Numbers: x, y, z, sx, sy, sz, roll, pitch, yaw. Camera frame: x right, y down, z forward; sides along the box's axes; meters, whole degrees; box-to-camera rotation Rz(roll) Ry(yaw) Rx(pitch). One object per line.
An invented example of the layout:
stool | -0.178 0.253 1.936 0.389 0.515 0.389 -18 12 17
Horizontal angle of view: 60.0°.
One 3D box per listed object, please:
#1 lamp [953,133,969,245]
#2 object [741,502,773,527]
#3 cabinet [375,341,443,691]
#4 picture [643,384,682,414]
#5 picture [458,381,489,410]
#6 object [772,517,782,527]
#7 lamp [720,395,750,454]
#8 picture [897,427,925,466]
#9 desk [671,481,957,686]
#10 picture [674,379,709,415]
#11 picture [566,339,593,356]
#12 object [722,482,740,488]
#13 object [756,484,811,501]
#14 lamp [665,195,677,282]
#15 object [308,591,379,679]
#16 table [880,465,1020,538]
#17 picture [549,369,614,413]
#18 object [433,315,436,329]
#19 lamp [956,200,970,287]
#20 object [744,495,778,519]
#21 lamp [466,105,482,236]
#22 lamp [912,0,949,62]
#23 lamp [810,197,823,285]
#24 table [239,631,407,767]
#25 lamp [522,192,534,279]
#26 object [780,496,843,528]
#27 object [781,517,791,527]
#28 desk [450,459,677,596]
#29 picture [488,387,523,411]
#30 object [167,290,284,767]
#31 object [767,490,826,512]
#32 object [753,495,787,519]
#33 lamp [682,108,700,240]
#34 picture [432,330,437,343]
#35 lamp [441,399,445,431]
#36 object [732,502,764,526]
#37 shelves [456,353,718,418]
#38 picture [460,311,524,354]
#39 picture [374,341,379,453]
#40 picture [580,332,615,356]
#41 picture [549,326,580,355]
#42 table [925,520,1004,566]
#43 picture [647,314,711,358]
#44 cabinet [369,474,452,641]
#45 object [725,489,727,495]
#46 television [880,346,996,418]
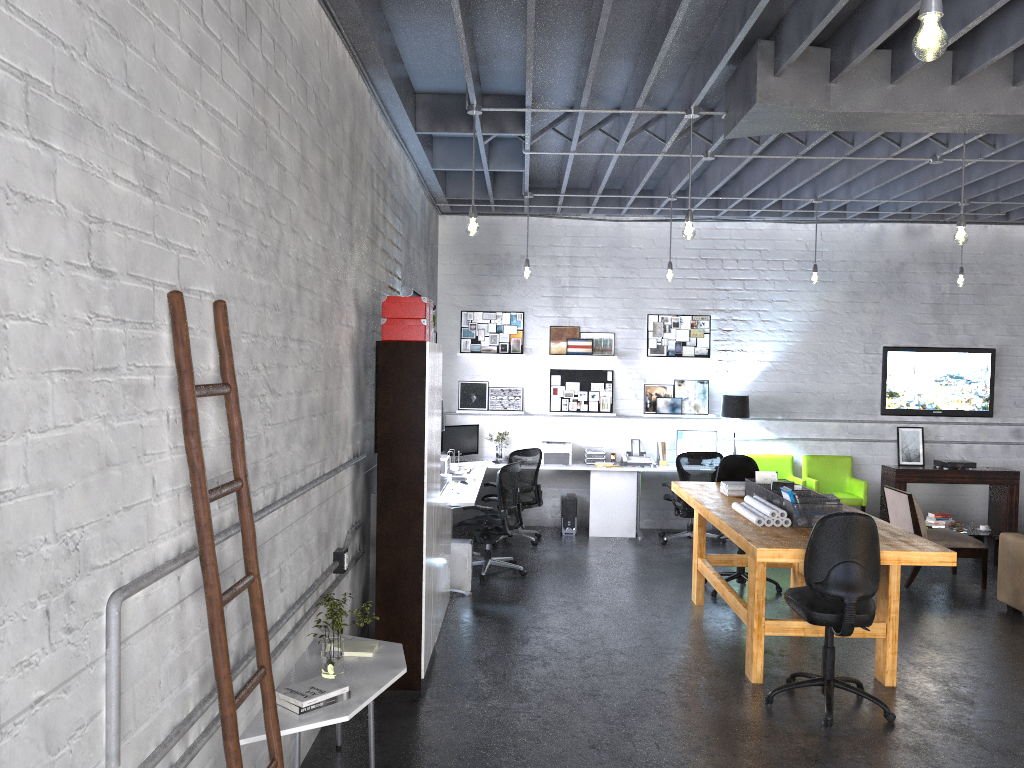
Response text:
lamp | 3.073 -1.390 6.042 0.104 0.879 0.104 1 2 1
object | 1.635 0.870 5.948 0.058 0.057 0.635 1 1 1
cabinet | -0.639 0.766 5.597 0.291 2.048 0.872 1 2 1
picture | 1.781 0.180 10.462 0.452 0.345 0.054 1 2 1
picture | -0.458 0.137 10.498 0.355 0.343 0.042 1 2 1
object | 1.691 0.871 5.947 0.057 0.058 0.635 1 1 1
lamp | 2.579 0.543 10.270 0.333 0.832 0.333 -1 3 -38
picture | 4.690 0.734 10.431 0.308 0.457 0.092 1 2 1
desk | 1.933 1.358 6.381 1.115 0.927 2.830 1 1 1
picture | 2.118 0.155 10.466 0.410 0.409 0.047 1 2 1
picture | 0.796 -0.433 10.442 0.311 0.196 0.029 1 2 1
object | 1.930 0.807 7.028 0.519 0.047 0.046 1 2 1
object | 1.943 0.817 6.373 0.316 0.156 0.306 1 2 1
lamp | 1.625 -1.487 9.083 0.104 0.879 0.104 1 2 1
object | -0.757 1.112 3.927 0.297 0.363 0.271 2 2 36
table | 5.067 1.383 10.303 1.410 0.820 0.403 1 2 1
picture | 0.820 0.082 10.473 0.749 0.504 0.058 1 2 1
object | -0.587 -0.385 5.918 0.169 0.240 0.171 1 2 0
lamp | 4.595 -1.429 9.052 0.104 0.879 0.104 3 3 44
object | 1.664 0.822 5.946 0.057 0.057 0.635 1 1 1
lamp | -0.263 -1.455 6.078 0.104 0.879 0.104 1 2 1
lamp | 1.177 -1.344 2.468 0.104 0.879 0.104 2 2 19
lamp | 3.108 -1.458 9.067 0.104 0.879 0.104 1 2 1
table | -0.746 1.560 3.916 0.517 0.532 1.335 1 1 1
lamp | 0.161 -1.516 9.099 0.104 0.879 0.104 1 2 1
object | 1.936 0.831 5.758 0.316 0.156 0.306 1 2 1
object | 1.748 0.873 5.947 0.058 0.057 0.635 1 1 1
desk | 0.843 1.350 8.903 3.574 0.786 3.296 1 1 1
picture | -0.074 0.178 10.492 0.410 0.277 0.036 1 2 1
object | -0.842 0.790 2.759 0.320 2.122 0.424 1 2 1
object | 1.940 0.824 6.065 0.316 0.156 0.306 1 2 1
object | 1.721 0.823 5.945 0.057 0.057 0.635 1 1 1
lamp | 1.219 -1.426 6.062 0.104 0.879 0.104 1 2 1
picture | -0.893 -0.137 10.019 0.020 0.935 0.658 1 2 1
lamp | -0.730 0.544 7.421 0.333 0.832 0.333 -1 3 -38
object | 1.577 0.869 5.949 0.057 0.058 0.635 1 1 1
shelves | 0.868 0.015 10.399 3.024 0.694 0.199 1 2 1
picture | -0.235 -0.607 10.458 0.749 0.504 0.058 1 2 1
picture | -0.937 0.085 6.462 0.020 0.781 0.606 1 2 1
picture | 1.002 -0.469 10.454 0.410 0.277 0.036 1 2 1
picture | 0.618 -0.510 10.460 0.355 0.343 0.042 1 2 1
table | 4.624 1.657 9.323 0.873 0.300 0.872 1 1 4
picture | 1.963 -0.564 10.434 0.749 0.504 0.058 1 2 1
cabinet | -0.735 1.253 6.654 0.465 1.022 1.151 1 2 1
object | 1.928 0.850 6.914 0.519 0.047 0.047 1 2 1
television | 5.003 -0.023 10.412 1.324 0.817 0.021 1 2 0
